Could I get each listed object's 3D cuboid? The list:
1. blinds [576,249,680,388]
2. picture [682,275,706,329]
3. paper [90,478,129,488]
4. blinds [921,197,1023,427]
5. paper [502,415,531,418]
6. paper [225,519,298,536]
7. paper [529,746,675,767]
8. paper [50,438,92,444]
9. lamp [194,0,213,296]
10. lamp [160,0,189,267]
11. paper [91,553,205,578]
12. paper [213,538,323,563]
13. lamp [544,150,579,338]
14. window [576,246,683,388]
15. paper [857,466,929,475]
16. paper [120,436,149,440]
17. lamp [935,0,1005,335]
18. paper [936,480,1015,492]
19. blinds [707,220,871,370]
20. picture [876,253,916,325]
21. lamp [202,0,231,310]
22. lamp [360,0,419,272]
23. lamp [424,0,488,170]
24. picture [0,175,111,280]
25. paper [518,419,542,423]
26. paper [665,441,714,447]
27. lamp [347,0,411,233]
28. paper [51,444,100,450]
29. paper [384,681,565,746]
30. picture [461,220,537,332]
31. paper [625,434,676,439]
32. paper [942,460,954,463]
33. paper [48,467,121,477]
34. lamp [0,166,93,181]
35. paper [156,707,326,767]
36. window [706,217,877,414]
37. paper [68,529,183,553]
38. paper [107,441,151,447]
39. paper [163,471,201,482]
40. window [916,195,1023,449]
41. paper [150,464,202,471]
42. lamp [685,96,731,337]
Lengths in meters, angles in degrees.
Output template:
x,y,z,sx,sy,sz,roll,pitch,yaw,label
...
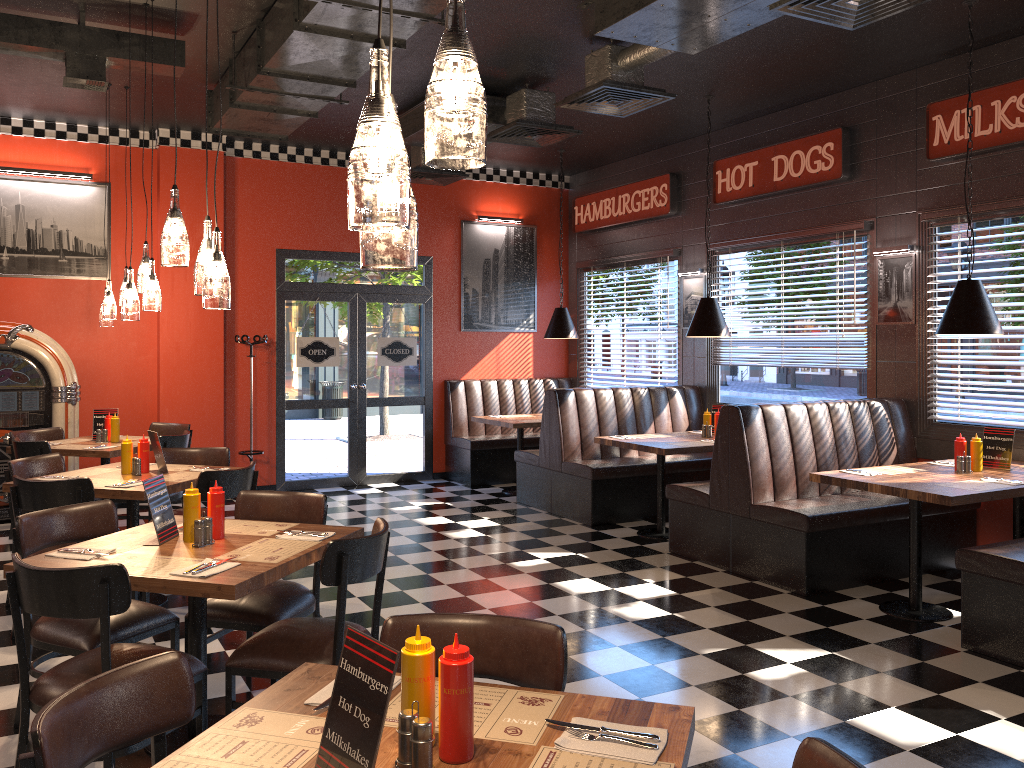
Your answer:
x,y,z,sx,sy,sz,roll,pitch,yaw,label
1.267,-0.624,10.018,0.099,1.634,1.870,0,1,-28,blinds
1.840,-0.827,8.982,0.012,0.537,0.351,0,1,-28,picture
-2.375,0.564,5.065,0.365,0.001,0.261,1,3,18,paper
3.544,-0.473,5.813,0.101,1.552,1.870,0,1,-28,blinds
0.039,0.351,9.710,0.365,0.001,0.261,-1,3,-28,paper
-1.147,0.621,3.833,0.365,0.001,0.261,1,3,15,paper
0.131,0.726,1.542,0.261,0.001,0.365,1,3,17,paper
-3.602,0.466,7.217,0.261,0.001,0.365,1,3,18,paper
-1.238,-1.343,3.605,0.108,1.965,0.108,0,0,14,lamp
-1.342,-1.451,3.526,0.108,1.965,0.108,0,0,34,lamp
-1.316,0.651,3.184,0.365,0.001,0.261,1,3,15,paper
-0.934,0.640,3.418,0.261,0.001,0.365,1,3,14,paper
0.534,-1.518,9.625,0.382,2.044,0.382,0,0,20,lamp
1.329,-0.606,10.063,0.127,1.713,2.028,0,1,-28,window
2.392,0.541,5.574,0.365,0.001,0.261,-1,3,-28,paper
-3.190,0.454,7.460,0.365,0.001,0.261,1,3,16,paper
2.804,-1.326,5.433,0.382,2.044,0.382,0,0,43,lamp
2.597,0.569,4.969,0.365,0.001,0.261,-2,3,-31,paper
2.407,-0.742,7.913,0.100,1.205,1.870,0,2,-28,blinds
2.978,-0.731,6.881,0.012,0.537,0.351,0,1,-28,picture
-1.168,-1.279,3.504,0.108,1.965,0.108,0,0,-17,lamp
-0.227,-1.193,1.635,0.108,1.965,0.108,0,0,18,lamp
-0.096,-1.359,1.518,0.108,1.965,0.108,0,0,-37,lamp
-4.665,-1.454,8.163,1.770,0.940,0.023,-1,1,-28,picture
0.248,0.379,9.106,0.365,0.001,0.261,-2,3,-31,paper
1.437,0.475,7.016,0.365,0.001,0.261,-1,3,-27,paper
-0.227,-1.247,1.512,0.108,1.965,0.108,0,0,-41,lamp
-3.371,0.484,6.815,0.365,0.001,0.261,1,3,16,paper
-0.092,0.708,1.930,0.365,0.001,0.261,1,3,16,paper
-0.148,-1.276,10.613,1.023,1.301,0.016,-1,0,-28,picture
1.183,0.447,7.612,0.365,0.001,0.261,-1,3,-27,paper
3.065,0.524,5.943,0.365,0.001,0.261,-1,3,-27,paper
-2.622,0.546,5.474,0.261,0.001,0.365,1,3,16,paper
-4.652,-1.962,8.138,1.444,0.056,0.081,-1,2,-28,lamp
-0.512,0.717,1.728,0.261,0.001,0.365,1,3,17,paper
2.467,-0.509,7.962,0.127,1.713,2.028,0,1,-28,window
-1.554,0.632,3.582,0.261,0.001,0.365,1,3,17,paper
-2.985,0.474,7.042,0.261,0.001,0.365,1,3,16,paper
-1.975,0.554,5.300,0.261,0.001,0.365,1,3,16,paper
3.604,-0.413,5.861,0.127,1.713,2.028,0,1,-28,window
-2.205,0.536,5.684,0.365,0.001,0.261,1,3,15,paper
1.669,-1.422,7.529,0.382,2.044,0.382,0,0,43,lamp
